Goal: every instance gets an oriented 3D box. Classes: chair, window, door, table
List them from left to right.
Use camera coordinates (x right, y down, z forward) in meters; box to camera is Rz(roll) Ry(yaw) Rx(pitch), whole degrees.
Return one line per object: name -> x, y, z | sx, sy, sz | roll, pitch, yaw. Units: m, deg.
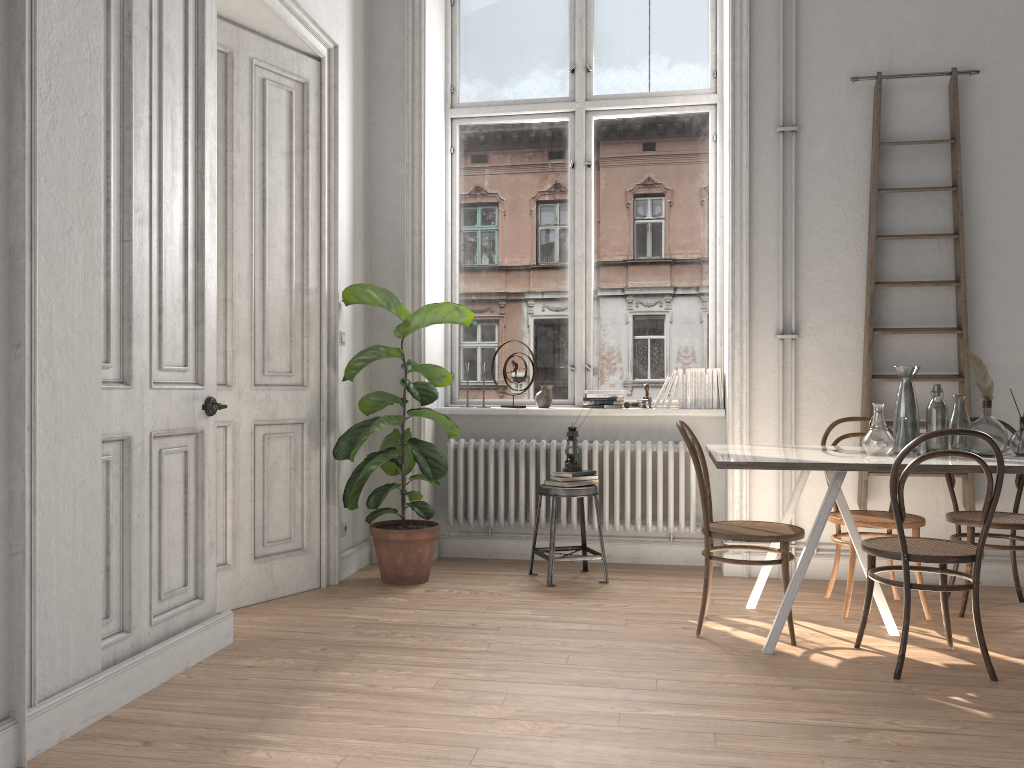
door -> -1.344, -0.336, 3.129 | 0.216, 2.814, 1.097 | 0, 0, 11
door -> -1.306, -0.327, 4.303 | 0.216, 2.814, 1.097 | 0, 0, 35
chair -> 0.315, 0.827, 4.962 | 0.364, 0.523, 0.360 | 0, 0, -16
window -> 0.445, -1.317, 5.711 | 1.622, 2.843, 0.013 | 0, 0, 10
chair -> 1.004, 0.623, 3.916 | 0.549, 0.920, 0.438 | 0, 0, 18
chair -> 1.757, 0.627, 4.322 | 0.438, 0.920, 0.549 | 0, 0, 8
chair -> 1.586, 0.620, 3.397 | 0.438, 0.920, 0.549 | 0, 0, 6
table -> 1.969, 0.692, 3.769 | 2.200, 0.780, 1.100 | 0, 0, 10
chair -> 2.335, 0.627, 4.300 | 0.438, 0.920, 0.549 | 0, 0, 17

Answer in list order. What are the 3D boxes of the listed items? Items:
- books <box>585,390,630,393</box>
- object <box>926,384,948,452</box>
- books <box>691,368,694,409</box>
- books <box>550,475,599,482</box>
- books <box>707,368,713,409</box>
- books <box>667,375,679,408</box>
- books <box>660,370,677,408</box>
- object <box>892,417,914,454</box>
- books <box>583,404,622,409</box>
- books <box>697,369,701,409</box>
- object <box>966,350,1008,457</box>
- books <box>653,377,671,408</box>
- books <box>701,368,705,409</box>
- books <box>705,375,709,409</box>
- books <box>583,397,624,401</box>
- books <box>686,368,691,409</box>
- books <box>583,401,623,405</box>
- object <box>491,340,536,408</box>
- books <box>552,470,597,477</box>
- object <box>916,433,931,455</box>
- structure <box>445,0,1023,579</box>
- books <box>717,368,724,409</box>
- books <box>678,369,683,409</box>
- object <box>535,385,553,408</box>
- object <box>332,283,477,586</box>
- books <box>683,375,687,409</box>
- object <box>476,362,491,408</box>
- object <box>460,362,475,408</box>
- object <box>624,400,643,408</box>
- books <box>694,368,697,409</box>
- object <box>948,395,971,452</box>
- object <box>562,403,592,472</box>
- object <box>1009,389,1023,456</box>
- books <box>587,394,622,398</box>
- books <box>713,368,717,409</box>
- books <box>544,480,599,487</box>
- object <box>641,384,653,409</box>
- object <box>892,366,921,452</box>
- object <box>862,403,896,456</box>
books -> 0.593, 0.048, 5.512 | 0.244, 0.019, 0.174 | 0, 0, 20
object -> 1.839, 0.151, 3.836 | 0.086, 0.301, 0.086 | 0, 0, -4
books -> 1.103, 0.028, 5.428 | 0.019, 0.244, 0.174 | 0, 0, 10
books -> 0.350, 0.526, 4.992 | 0.232, 0.029, 0.163 | 0, 0, -19
books -> 1.213, 0.029, 5.431 | 0.024, 0.243, 0.175 | 0, 0, 10
books -> 0.987, 0.048, 5.450 | 0.072, 0.203, 0.155 | 0, 0, 10
books -> 0.962, 0.031, 5.453 | 0.100, 0.235, 0.174 | 0, 0, 10
object -> 1.702, 0.224, 3.859 | 0.083, 0.158, 0.083 | 0, 0, 6
books -> 0.563, 0.139, 5.514 | 0.147, 0.023, 0.221 | 0, 0, -31
books -> 1.147, 0.029, 5.443 | 0.024, 0.243, 0.175 | 0, 0, 10
object -> 1.993, 0.079, 3.719 | 0.157, 0.446, 0.157 | 0, 0, 28
books -> 0.924, 0.051, 5.465 | 0.105, 0.194, 0.155 | 0, 0, 9
books -> 1.164, 0.028, 5.418 | 0.019, 0.244, 0.174 | 0, 0, 10
books -> 1.187, 0.047, 5.415 | 0.020, 0.205, 0.155 | 0, 0, 10
books -> 0.571, 0.094, 5.508 | 0.221, 0.023, 0.147 | 0, 0, 26
books -> 1.079, 0.028, 5.423 | 0.024, 0.243, 0.175 | 0, 0, 10
books -> 0.569, 0.116, 5.509 | 0.205, 0.022, 0.155 | 0, 0, 30
object -> 0.012, -0.062, 5.596 | 0.347, 0.425, 0.087 | 0, 0, 42
books -> 0.352, 0.504, 4.993 | 0.147, 0.027, 0.221 | 0, -1, 42
object -> 1.745, 0.255, 3.756 | 0.058, 0.094, 0.058 | 0, 0, 38
structure -> 2.133, -1.144, 4.999 | 5.182, 4.474, 0.340 | 0, 0, 10
books -> 1.265, 0.028, 5.400 | 0.040, 0.244, 0.174 | 0, 0, 10
books -> 1.037, 0.029, 5.462 | 0.024, 0.243, 0.175 | 0, 0, 10
object -> 0.201, 0.079, 5.559 | 0.100, 0.142, 0.102 | 0, 0, -15
object -> 1.862, 0.164, 4.222 | 5.827, 1.842, 0.792 | 0, 0, 15
books -> 1.060, 0.047, 5.438 | 0.020, 0.205, 0.155 | 0, 0, 10
object -> -0.179, 0.006, 5.609 | 0.095, 0.289, 0.095 | 0, 0, 33
object -> -0.284, 0.007, 5.686 | 0.095, 0.289, 0.095 | 0, 0, 42
object -> 0.750, 0.126, 5.482 | 0.153, 0.048, 0.088 | 0, 0, -40
books -> 1.125, 0.028, 5.442 | 0.019, 0.244, 0.174 | 0, 0, 10
object -> 1.964, 0.176, 3.888 | 0.098, 0.255, 0.100 | 0, 0, -13
object -> 0.367, 0.301, 5.019 | 0.163, 0.383, 0.154 | 0, 0, -16
object -> 2.172, 0.161, 3.767 | 0.107, 0.283, 0.107 | 0, 0, 5
books -> 0.571, 0.074, 5.496 | 0.205, 0.020, 0.155 | 0, 0, 0
books -> 1.234, 0.028, 5.407 | 0.024, 0.243, 0.175 | 0, 0, 10
books -> 0.338, 0.552, 4.992 | 0.246, 0.034, 0.194 | 0, -1, -40
object -> 0.825, 0.074, 5.412 | 0.048, 0.153, 0.088 | 0, 0, -20
object -> 1.762, 0.112, 3.963 | 0.116, 0.383, 0.116 | 0, 0, 21
object -> 1.553, 0.192, 3.756 | 0.132, 0.219, 0.132 | 0, 0, -1
